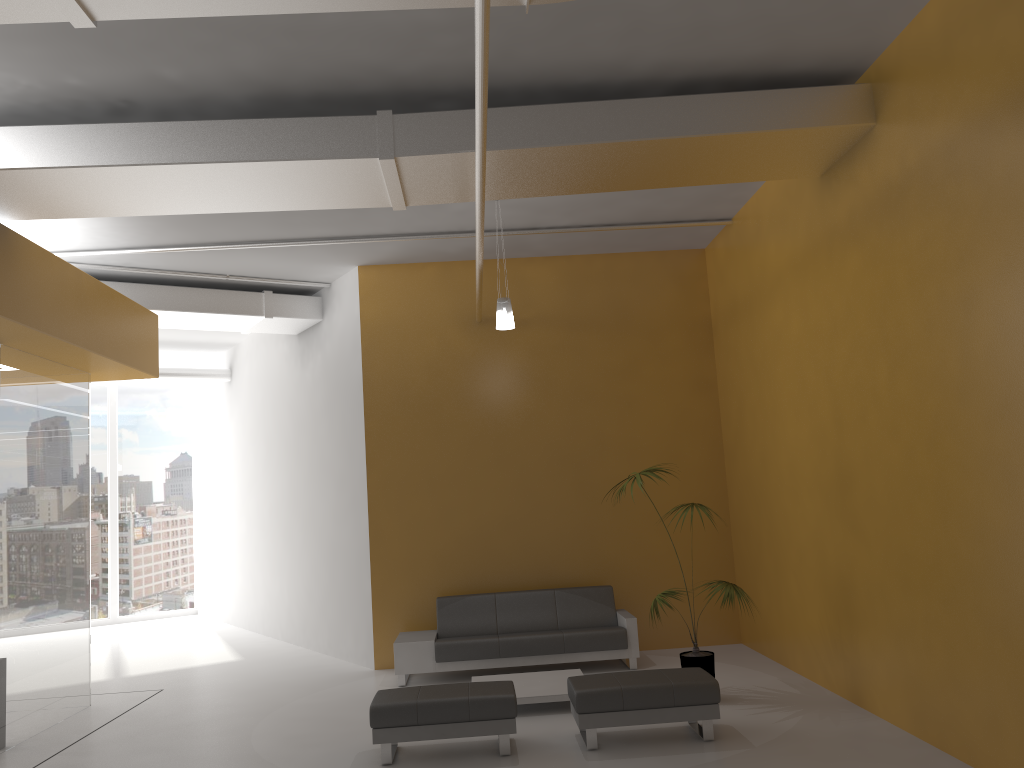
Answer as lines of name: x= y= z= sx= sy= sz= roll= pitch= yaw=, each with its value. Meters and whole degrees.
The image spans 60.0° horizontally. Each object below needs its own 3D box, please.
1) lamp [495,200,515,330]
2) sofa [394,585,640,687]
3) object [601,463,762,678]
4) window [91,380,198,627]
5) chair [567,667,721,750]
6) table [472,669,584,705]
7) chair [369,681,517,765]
lamp: x=-0.097 y=-1.111 z=8.110 sx=0.174 sy=1.227 sz=0.174 roll=-9 pitch=-9 yaw=38
sofa: x=0.029 y=2.548 z=9.067 sx=2.400 sy=0.761 sz=0.860 roll=-3 pitch=-7 yaw=-3
object: x=1.397 y=1.642 z=7.400 sx=1.222 sy=1.956 sz=0.912 roll=-9 pitch=-9 yaw=37
window: x=-8.337 y=1.972 z=15.104 sx=8.533 sy=4.498 sz=0.100 roll=1 pitch=-9 yaw=-32
chair: x=0.934 y=2.310 z=6.356 sx=1.012 sy=0.423 sz=0.575 roll=-3 pitch=-7 yaw=-3
table: x=0.155 y=2.666 z=7.658 sx=1.000 sy=0.150 sz=1.000 roll=-3 pitch=-7 yaw=-3
chair: x=-0.471 y=2.393 z=6.310 sx=1.012 sy=0.423 sz=0.575 roll=-3 pitch=-7 yaw=-3
